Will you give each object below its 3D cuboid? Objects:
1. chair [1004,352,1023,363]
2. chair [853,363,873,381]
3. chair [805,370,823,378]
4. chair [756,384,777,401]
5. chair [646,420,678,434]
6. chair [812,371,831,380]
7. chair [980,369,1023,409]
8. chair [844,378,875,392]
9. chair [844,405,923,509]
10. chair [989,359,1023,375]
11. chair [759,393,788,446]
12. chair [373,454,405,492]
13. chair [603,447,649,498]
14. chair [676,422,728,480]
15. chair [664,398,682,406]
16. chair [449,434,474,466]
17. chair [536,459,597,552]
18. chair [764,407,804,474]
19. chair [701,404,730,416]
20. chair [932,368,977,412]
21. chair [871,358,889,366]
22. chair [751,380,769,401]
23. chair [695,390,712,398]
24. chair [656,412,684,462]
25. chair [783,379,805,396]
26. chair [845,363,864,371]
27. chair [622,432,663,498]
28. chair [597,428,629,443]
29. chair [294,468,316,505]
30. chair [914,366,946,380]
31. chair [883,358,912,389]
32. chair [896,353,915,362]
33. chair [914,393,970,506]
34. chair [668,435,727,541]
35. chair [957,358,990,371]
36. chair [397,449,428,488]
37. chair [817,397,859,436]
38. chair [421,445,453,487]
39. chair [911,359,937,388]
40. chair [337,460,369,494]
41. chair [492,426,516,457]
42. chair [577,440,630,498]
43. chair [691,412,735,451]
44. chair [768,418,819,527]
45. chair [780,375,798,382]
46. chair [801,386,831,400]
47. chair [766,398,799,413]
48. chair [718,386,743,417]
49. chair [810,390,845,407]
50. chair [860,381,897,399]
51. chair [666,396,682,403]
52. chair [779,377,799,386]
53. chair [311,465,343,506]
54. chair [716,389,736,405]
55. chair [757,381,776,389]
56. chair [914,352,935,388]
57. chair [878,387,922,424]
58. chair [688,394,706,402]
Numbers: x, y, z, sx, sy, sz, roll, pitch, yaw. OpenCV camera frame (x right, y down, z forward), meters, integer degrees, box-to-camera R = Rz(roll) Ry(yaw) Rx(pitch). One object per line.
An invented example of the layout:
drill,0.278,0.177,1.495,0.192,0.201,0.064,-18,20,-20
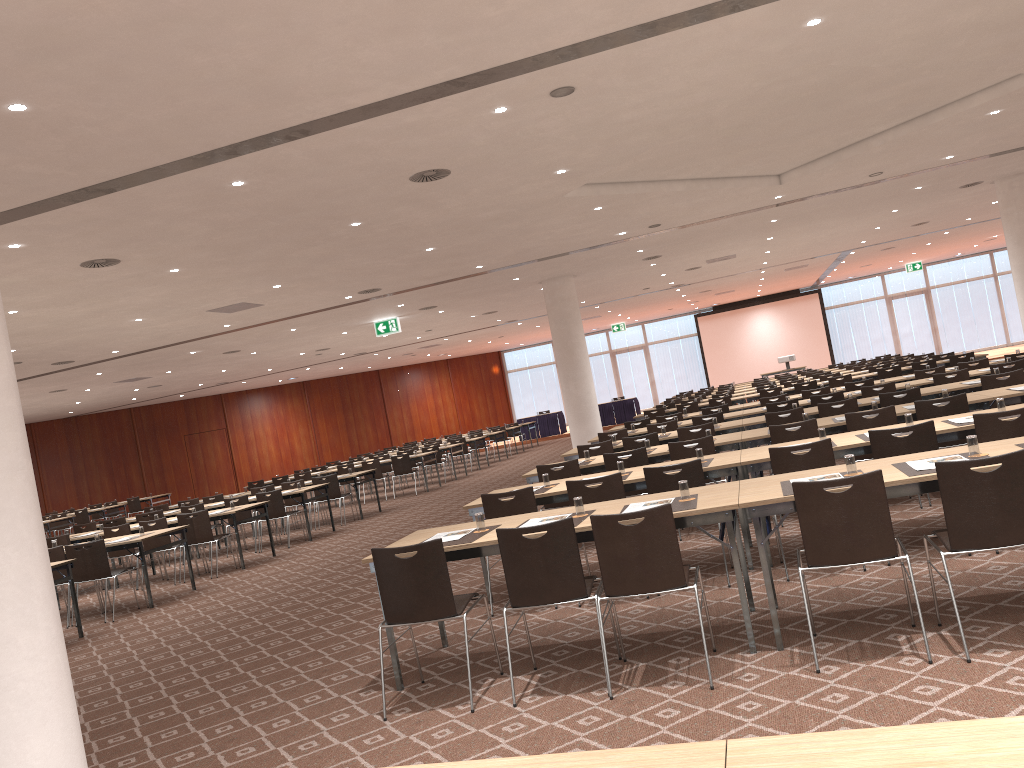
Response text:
chair,7.647,-0.015,13.296,0.536,0.939,0.613,-11,-1,12
chair,8.358,0.010,20.948,0.536,0.939,0.613,-11,-1,16
chair,7.945,0.134,23.131,0.536,0.939,0.613,-11,-1,12
chair,5.684,0.487,19.523,0.536,0.939,0.613,-11,-1,15
chair,2.243,0.997,12.727,0.536,0.939,0.613,-11,-1,13
chair,7.442,0.187,21.117,0.536,0.939,0.613,-11,-1,14
chair,5.445,0.328,9.788,0.536,0.939,0.613,-11,-1,15
chair,5.515,0.402,13.954,0.536,0.939,0.613,-11,-1,12
chair,3.388,0.686,8.239,0.536,0.939,0.613,-11,-1,15
chair,6.484,0.168,11.541,0.536,0.939,0.613,-11,-1,12
chair,4.277,0.642,14.210,0.536,0.939,0.613,-11,-1,17
chair,-3.073,2.195,21.849,0.536,0.939,0.613,-11,-1,17
chair,1.233,1.107,8.859,0.536,0.939,0.613,-11,-1,16
chair,2.292,0.945,10.687,0.536,0.939,0.613,-11,-1,12
chair,4.091,0.843,22.105,0.536,0.939,0.613,-11,-1,12
chair,-1.632,2.046,27.754,0.536,0.939,0.613,-11,-1,15
chair,0.574,1.235,9.002,0.536,0.939,0.613,-11,-1,14
chair,3.255,0.756,10.382,0.536,0.939,0.613,-11,-1,12
chair,3.415,0.812,14.523,0.536,0.939,0.613,-11,-1,16
chair,5.878,0.288,11.785,0.536,0.939,0.613,-11,-1,16
chair,9.459,-0.162,22.677,0.536,0.939,0.613,-11,-1,12
chair,6.628,0.390,23.408,0.536,0.939,0.613,-11,-1,16
chair,5.227,0.665,23.868,0.536,0.939,0.613,-11,-1,15
chair,2.683,0.953,14.642,0.536,0.939,0.613,-11,-1,13
chair,6.239,0.379,19.408,0.536,0.939,0.613,-11,-1,14
chair,8.869,-0.048,22.801,0.536,0.939,0.613,-11,-1,15
chair,1.653,1.068,10.780,0.536,0.939,0.613,-11,-1,14
chair,1.574,1.128,12.952,0.536,0.939,0.613,-11,-1,15
chair,-5.193,2.612,22.569,0.536,0.939,0.613,-11,-1,13
chair,6.460,0.216,13.618,0.536,0.939,0.613,-11,-1,14
chair,8.969,-0.111,20.703,0.536,0.939,0.613,-11,-1,17
chair,10.023,-0.273,22.488,0.536,0.939,0.613,-11,-1,16
chair,3.978,0.571,8.115,0.536,0.939,0.613,-11,-1,18
chair,1.844,0.988,8.737,0.536,0.939,0.613,-11,-1,13
chair,7.055,0.101,13.493,0.536,0.939,0.613,-11,-1,14
chair,-2.498,2.086,21.838,0.536,0.939,0.613,-11,-1,13
chair,3.826,0.645,10.271,0.536,0.939,0.613,-11,-1,13
chair,-1.860,1.959,21.520,0.536,0.939,0.613,-11,-1,12
chair,7.872,0.017,16.859,0.536,0.939,0.613,-11,-1,13
chair,-4.028,2.384,22.192,0.536,0.939,0.613,-11,-1,13
chair,-0.295,1.787,27.453,0.536,0.939,0.613,-11,-1,13
chair,1.121,1.172,10.960,0.536,0.939,0.613,-11,-1,12
chair,2.854,0.877,12.525,0.536,0.939,0.613,-11,-1,17
chair,2.755,0.810,8.447,0.536,0.939,0.613,-11,-1,17
chair,7.334,0.253,23.253,0.536,0.939,0.613,-11,-1,13
chair,4.890,0.523,14.080,0.536,0.939,0.613,-11,-1,15
chair,3.826,0.688,12.341,0.536,0.939,0.613,-11,-1,12
chair,5.806,0.551,23.667,0.536,0.939,0.613,-11,-1,17
chair,4.369,0.581,12.115,0.536,0.939,0.613,-11,-1,16
chair,5.003,0.458,11.978,0.536,0.939,0.613,-11,-1,16
chair,4.477,0.810,23.991,0.536,0.939,0.613,-11,-1,16
chair,6.753,0.324,21.383,0.536,0.939,0.613,-11,-1,15
chair,-4.689,2.511,22.287,0.536,0.939,0.613,-11,-1,18
chair,5.287,0.608,21.701,0.536,0.939,0.613,-11,-1,12
chair,6.242,0.422,21.478,0.536,0.939,0.613,-11,-1,16
chair,9.611,-0.235,20.565,0.536,0.939,0.613,-11,-1,14
chair,4.433,0.525,10.027,0.536,0.939,0.613,-11,-1,14
chair,4.668,0.730,21.905,0.536,0.939,0.613,-11,-1,18
